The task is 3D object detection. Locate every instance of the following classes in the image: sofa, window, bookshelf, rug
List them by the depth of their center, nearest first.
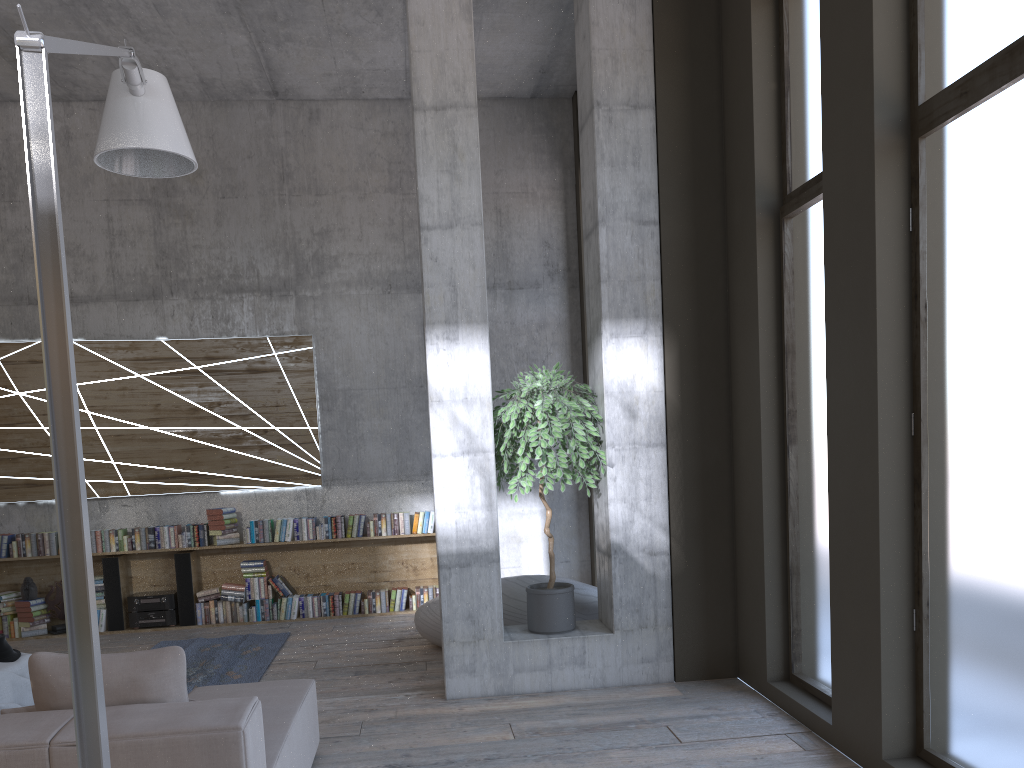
[{"bbox_3d":[-2.519,1.686,4.291,2.994,0.790,3.007,-2,-3,-6],"label":"sofa"},{"bbox_3d":[1.711,-0.288,4.484,0.209,4.184,9.192,-3,-2,-8],"label":"window"},{"bbox_3d":[-2.473,2.229,6.630,1.161,0.049,2.914,-2,-4,-6],"label":"rug"},{"bbox_3d":[-2.880,2.000,8.773,5.317,0.812,0.300,-2,4,-6],"label":"bookshelf"}]

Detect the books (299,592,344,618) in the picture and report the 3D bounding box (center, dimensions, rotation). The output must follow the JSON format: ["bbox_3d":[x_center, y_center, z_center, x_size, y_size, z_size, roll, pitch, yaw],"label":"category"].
[{"bbox_3d":[-1.923,2.234,8.863,0.417,0.222,0.204,-3,1,-6],"label":"books"}]

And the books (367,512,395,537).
[{"bbox_3d":[-1.326,1.418,8.861,0.278,0.222,0.208,-3,1,-8],"label":"books"}]

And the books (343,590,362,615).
[{"bbox_3d":[-1.622,2.220,8.902,0.199,0.230,0.188,-3,1,-6],"label":"books"}]

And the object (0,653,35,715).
[{"bbox_3d":[-3.266,1.930,5.402,1.045,0.505,1.591,-3,-3,12],"label":"object"}]

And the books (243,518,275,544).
[{"bbox_3d":[-2.518,1.462,8.719,0.278,0.222,0.208,-3,1,-8],"label":"books"}]

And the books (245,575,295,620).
[{"bbox_3d":[-2.415,2.143,8.797,0.451,0.452,0.213,-3,3,-6],"label":"books"}]

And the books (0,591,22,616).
[{"bbox_3d":[-5.140,2.143,8.520,0.716,0.264,0.299,-3,0,-1],"label":"books"}]

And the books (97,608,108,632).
[{"bbox_3d":[-4.061,2.316,8.632,0.199,0.230,0.188,-3,1,-6],"label":"books"}]

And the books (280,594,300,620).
[{"bbox_3d":[-2.226,2.240,8.803,0.199,0.230,0.188,-3,1,-6],"label":"books"}]

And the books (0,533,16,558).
[{"bbox_3d":[-4.942,1.568,8.491,0.199,0.230,0.188,-3,1,-6],"label":"books"}]

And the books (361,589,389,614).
[{"bbox_3d":[-1.392,2.211,8.917,0.278,0.222,0.208,-3,1,-8],"label":"books"}]

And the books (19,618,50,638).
[{"bbox_3d":[-4.653,2.371,8.539,0.248,0.152,0.260,-4,-2,40],"label":"books"}]

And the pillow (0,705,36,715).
[{"bbox_3d":[-1.752,1.378,3.397,0.375,0.375,0.169,-3,3,-33],"label":"pillow"}]

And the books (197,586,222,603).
[{"bbox_3d":[-2.997,2.094,8.732,0.234,0.141,0.191,-3,-1,-5],"label":"books"}]

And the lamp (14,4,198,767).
[{"bbox_3d":[-1.416,0.241,3.071,0.753,3.450,2.620,-4,2,-19],"label":"lamp"}]

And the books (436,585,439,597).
[{"bbox_3d":[-0.698,2.181,8.997,0.156,0.222,0.188,-3,1,-6],"label":"books"}]

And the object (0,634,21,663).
[{"bbox_3d":[-3.283,1.672,5.549,0.301,0.170,0.298,-2,-2,-19],"label":"object"}]

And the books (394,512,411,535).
[{"bbox_3d":[-1.108,1.406,8.858,0.156,0.222,0.188,-3,1,-6],"label":"books"}]

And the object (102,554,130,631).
[{"bbox_3d":[-3.905,2.079,8.681,0.152,0.766,0.270,-3,4,-6],"label":"object"}]

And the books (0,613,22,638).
[{"bbox_3d":[-5.027,2.351,8.553,0.494,0.240,0.241,-3,1,-6],"label":"books"}]

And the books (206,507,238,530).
[{"bbox_3d":[-2.856,1.329,8.643,0.190,0.212,0.244,-2,0,15],"label":"books"}]

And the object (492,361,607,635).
[{"bbox_3d":[0.260,0.785,6.093,0.993,1.879,0.967,-5,4,-40],"label":"object"}]

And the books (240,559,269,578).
[{"bbox_3d":[-2.570,1.849,8.770,0.239,0.162,0.189,-3,0,-6],"label":"books"}]

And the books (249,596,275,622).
[{"bbox_3d":[-2.504,2.252,8.784,0.226,0.222,0.214,-3,1,-6],"label":"books"}]

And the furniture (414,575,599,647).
[{"bbox_3d":[0.030,1.946,7.479,1.632,0.816,1.784,-4,-2,31],"label":"furniture"}]

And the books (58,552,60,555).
[{"bbox_3d":[-4.261,1.537,8.528,0.249,0.230,0.188,-3,1,-6],"label":"books"}]

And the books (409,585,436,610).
[{"bbox_3d":[-0.916,2.193,8.999,0.278,0.222,0.208,-3,1,-8],"label":"books"}]

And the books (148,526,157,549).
[{"bbox_3d":[-3.532,1.516,8.645,0.055,0.222,0.188,-3,1,-6],"label":"books"}]

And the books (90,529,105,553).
[{"bbox_3d":[-4.063,1.536,8.548,0.156,0.222,0.153,-3,2,-6],"label":"books"}]

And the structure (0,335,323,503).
[{"bbox_3d":[-3.638,0.335,8.539,3.409,1.550,0.355,-3,4,-6],"label":"structure"}]

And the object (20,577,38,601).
[{"bbox_3d":[-4.671,1.975,8.476,0.145,0.231,0.135,-3,3,-9],"label":"object"}]

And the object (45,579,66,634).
[{"bbox_3d":[-4.408,2.147,8.634,0.196,0.573,0.341,1,5,44],"label":"object"}]

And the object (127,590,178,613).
[{"bbox_3d":[-3.545,2.157,8.703,0.440,0.162,0.303,-2,-2,-6],"label":"object"}]

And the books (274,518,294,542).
[{"bbox_3d":[-2.264,1.451,8.736,0.199,0.230,0.188,-3,1,-6],"label":"books"}]

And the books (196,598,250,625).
[{"bbox_3d":[-2.883,2.263,8.776,0.494,0.240,0.241,-3,1,-6],"label":"books"}]

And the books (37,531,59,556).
[{"bbox_3d":[-4.478,1.547,8.505,0.156,0.222,0.188,-3,1,-6],"label":"books"}]

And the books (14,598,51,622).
[{"bbox_3d":[-4.651,2.193,8.518,0.190,0.212,0.244,-2,0,15],"label":"books"}]

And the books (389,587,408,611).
[{"bbox_3d":[-1.162,2.203,8.983,0.199,0.230,0.188,-3,1,-6],"label":"books"}]

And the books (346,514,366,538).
[{"bbox_3d":[-1.572,1.428,8.844,0.199,0.230,0.188,-3,1,-6],"label":"books"}]

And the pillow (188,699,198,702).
[{"bbox_3d":[-1.194,1.375,3.384,0.369,0.380,0.149,-2,3,27],"label":"pillow"}]

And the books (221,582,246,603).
[{"bbox_3d":[-2.755,2.069,8.697,0.243,0.194,0.153,-3,2,-6],"label":"books"}]

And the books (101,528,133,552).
[{"bbox_3d":[-3.848,1.528,8.572,0.276,0.222,0.169,-3,2,-5],"label":"books"}]

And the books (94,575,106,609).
[{"bbox_3d":[-4.096,2.051,8.635,0.251,0.326,0.217,-3,2,-4],"label":"books"}]

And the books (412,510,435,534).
[{"bbox_3d":[-0.892,1.396,8.881,0.249,0.230,0.188,-3,1,-6],"label":"books"}]

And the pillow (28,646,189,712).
[{"bbox_3d":[-1.489,1.257,3.311,0.563,0.562,0.219,-3,4,-4],"label":"pillow"}]

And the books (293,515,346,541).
[{"bbox_3d":[-1.924,1.443,8.794,0.489,0.222,0.214,-3,1,-6],"label":"books"}]

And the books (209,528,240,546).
[{"bbox_3d":[-2.837,1.509,8.665,0.222,0.151,0.283,-4,-2,41],"label":"books"}]

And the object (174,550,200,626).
[{"bbox_3d":[-3.230,2.051,8.751,0.152,0.766,0.270,-3,4,-6],"label":"object"}]

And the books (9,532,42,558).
[{"bbox_3d":[-4.696,1.558,8.508,0.278,0.222,0.208,-3,1,-8],"label":"books"}]

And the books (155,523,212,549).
[{"bbox_3d":[-3.243,1.501,8.656,0.489,0.222,0.214,-3,1,-6],"label":"books"}]

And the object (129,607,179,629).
[{"bbox_3d":[-3.538,2.319,8.722,0.440,0.165,0.292,-2,-2,-6],"label":"object"}]

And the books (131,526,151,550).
[{"bbox_3d":[-3.637,1.521,8.642,0.155,0.222,0.204,-3,1,-6],"label":"books"}]
